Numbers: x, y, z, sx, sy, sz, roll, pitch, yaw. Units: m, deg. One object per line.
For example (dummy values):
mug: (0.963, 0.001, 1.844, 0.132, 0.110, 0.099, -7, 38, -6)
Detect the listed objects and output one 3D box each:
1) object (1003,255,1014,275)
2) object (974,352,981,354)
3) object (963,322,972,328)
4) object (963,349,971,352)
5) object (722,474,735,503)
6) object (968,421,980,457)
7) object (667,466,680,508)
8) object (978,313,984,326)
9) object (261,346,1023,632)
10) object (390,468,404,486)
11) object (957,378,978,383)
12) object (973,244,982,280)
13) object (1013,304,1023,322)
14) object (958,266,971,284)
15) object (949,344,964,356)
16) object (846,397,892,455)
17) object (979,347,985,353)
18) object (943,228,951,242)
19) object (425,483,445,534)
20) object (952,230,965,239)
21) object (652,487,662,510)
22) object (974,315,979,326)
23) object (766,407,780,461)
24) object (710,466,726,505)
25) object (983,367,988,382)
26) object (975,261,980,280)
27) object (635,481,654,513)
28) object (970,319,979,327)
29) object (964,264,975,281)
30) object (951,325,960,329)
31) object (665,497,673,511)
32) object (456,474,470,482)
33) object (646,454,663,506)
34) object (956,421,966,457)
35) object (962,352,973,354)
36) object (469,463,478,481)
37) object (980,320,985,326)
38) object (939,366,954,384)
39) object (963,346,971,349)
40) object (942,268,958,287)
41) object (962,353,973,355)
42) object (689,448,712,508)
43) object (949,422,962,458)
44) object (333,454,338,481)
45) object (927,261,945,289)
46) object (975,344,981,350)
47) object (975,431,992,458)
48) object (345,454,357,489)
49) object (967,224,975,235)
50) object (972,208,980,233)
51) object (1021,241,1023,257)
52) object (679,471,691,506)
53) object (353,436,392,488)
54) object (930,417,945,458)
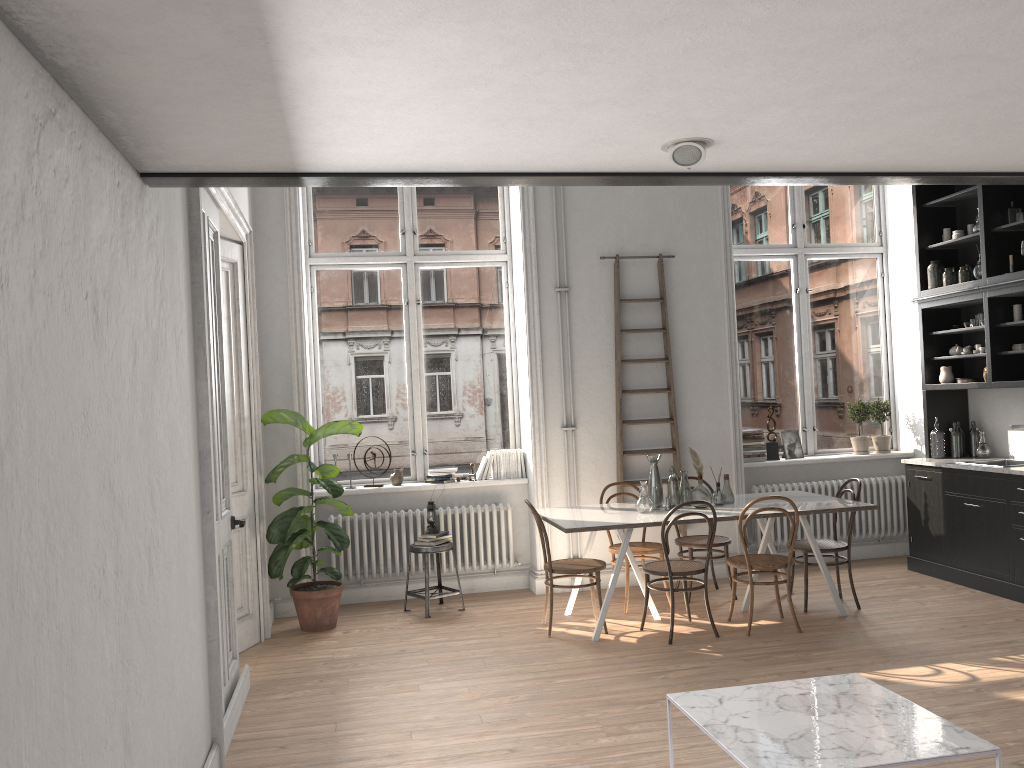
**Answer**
object: (3.793, -0.904, 6.732, 0.123, 0.161, 0.123, -3, -1, -2)
object: (3.782, -0.248, 7.180, 0.085, 0.015, 0.085, -2, -1, -24)
object: (3.741, -0.478, 7.271, 0.071, 0.047, 0.071, -3, -1, 27)
object: (3.761, -0.272, 7.334, 0.058, 0.033, 0.056, -2, -1, -36)
object: (1.592, 0.774, 6.568, 0.101, 0.211, 0.101, -3, -1, 29)
object: (3.896, 0.464, 7.473, 0.086, 0.301, 0.086, -3, -1, 35)
object: (1.169, 0.747, 6.424, 0.086, 0.301, 0.086, -2, -1, -25)
object: (3.775, -0.512, 7.119, 0.060, 0.107, 0.060, -3, -1, 17)
object: (1.057, 0.768, 6.794, 5.827, 1.842, 0.792, -3, -1, -5)
object: (-0.970, 0.782, 7.464, 0.100, 0.142, 0.102, -2, -1, -36)
object: (3.774, -0.028, 7.348, 0.180, 0.037, 0.180, -2, -1, -25)
object: (3.685, -0.993, 6.955, 0.134, 0.357, 0.134, -3, -1, 35)
object: (3.867, -0.536, 6.771, 0.082, 0.135, 0.059, -2, -1, -43)
object: (3.714, -0.885, 7.279, 0.096, 0.150, 0.096, -2, -1, -22)
object: (3.760, -0.284, 7.494, 0.140, 0.100, 0.125, -2, -1, -29)
object: (3.339, 0.390, 8.290, 0.500, 0.524, 0.234, -2, -1, -21)
object: (3.772, -0.268, 7.119, 0.049, 0.054, 0.039, -3, -1, 15)
object: (3.697, -1.250, 7.533, 0.059, 0.135, 0.082, -3, -1, 17)
object: (-0.614, 0.984, 7.015, 0.163, 0.383, 0.154, -2, -1, -37)
object: (3.741, -1.234, 7.431, 0.096, 0.095, 0.096, -3, -1, 24)
object: (1.036, 0.825, 6.397, 0.083, 0.158, 0.083, -3, -1, -15)
object: (3.818, -0.512, 7.254, 0.060, 0.107, 0.060, -2, -1, -43)
object: (2.373, 0.451, 8.108, 0.122, 0.488, 0.102, -3, -1, 14)
object: (1.506, 0.741, 6.476, 0.107, 0.283, 0.107, -3, -1, -15)
object: (3.751, -0.077, 6.984, 0.069, 0.123, 0.173, -3, -1, 22)
object: (3.823, -0.909, 7.210, 0.092, 0.184, 0.092, -3, -1, 4)
object: (0.932, 0.796, 6.249, 0.132, 0.219, 0.132, -3, -1, -21)
object: (3.750, -0.491, 7.188, 0.064, 0.069, 0.064, -3, -1, 37)
object: (3.812, -0.900, 7.389, 0.092, 0.184, 0.092, -3, -1, 45)
object: (3.783, -0.475, 7.557, 0.071, 0.047, 0.071, -3, -1, 27)
object: (1.114, 0.852, 6.315, 0.058, 0.094, 0.058, -3, -1, 18)
object: (-0.427, 0.805, 7.584, 0.088, 0.048, 0.153, -3, -1, 29)
object: (1.051, 0.713, 6.516, 0.116, 0.383, 0.116, -3, -1, 1)
object: (3.814, 0.469, 7.566, 0.086, 0.301, 0.086, -3, -1, 4)
object: (3.763, -0.251, 7.333, 0.085, 0.015, 0.085, -3, -1, 3)
object: (-0.335, 0.749, 7.546, 0.048, 0.153, 0.088, -2, -1, -40)
object: (3.761, -0.483, 7.050, 0.071, 0.047, 0.071, -3, -1, 27)
object: (3.674, -0.076, 7.490, 0.127, 0.144, 0.115, -2, -1, -32)
object: (3.761, -0.292, 7.334, 0.055, 0.047, 0.058, -3, -1, 4)
object: (3.642, -0.883, 7.370, 0.114, 0.155, 0.114, -3, -1, -7)
object: (3.764, -0.244, 7.333, 0.085, 0.015, 0.085, -3, -1, 3)
object: (1.350, 0.665, 6.369, 0.157, 0.446, 0.157, -3, -1, 7)
object: (3.734, 0.472, 7.471, 0.086, 0.301, 0.086, -2, -1, -25)
object: (-1.472, 0.733, 7.414, 0.095, 0.289, 0.095, -3, -1, 21)
object: (3.595, -0.920, 7.507, 0.118, 0.238, 0.118, -2, -1, -25)
object: (3.780, -0.292, 7.187, 0.039, 0.055, 0.049, -3, -1, 10)
object: (3.900, 0.501, 7.345, 0.132, 0.219, 0.120, -3, -1, -10)
object: (-1.346, 0.726, 7.379, 0.095, 0.289, 0.095, -3, -1, 12)
object: (3.824, -1.258, 7.371, 0.059, 0.135, 0.082, -3, -1, 12)
object: (3.761, -1.302, 7.107, 0.132, 0.219, 0.132, -2, -1, -36)
object: (3.769, -0.937, 6.484, 0.083, 0.221, 0.083, -3, -1, 21)
object: (1.269, 0.767, 6.516, 0.098, 0.255, 0.100, -2, -1, -34)
object: (-1.167, 0.650, 7.434, 0.347, 0.425, 0.087, -3, -1, 22)
object: (3.604, 0.452, 7.513, 0.109, 0.349, 0.109, -2, -1, -29)
